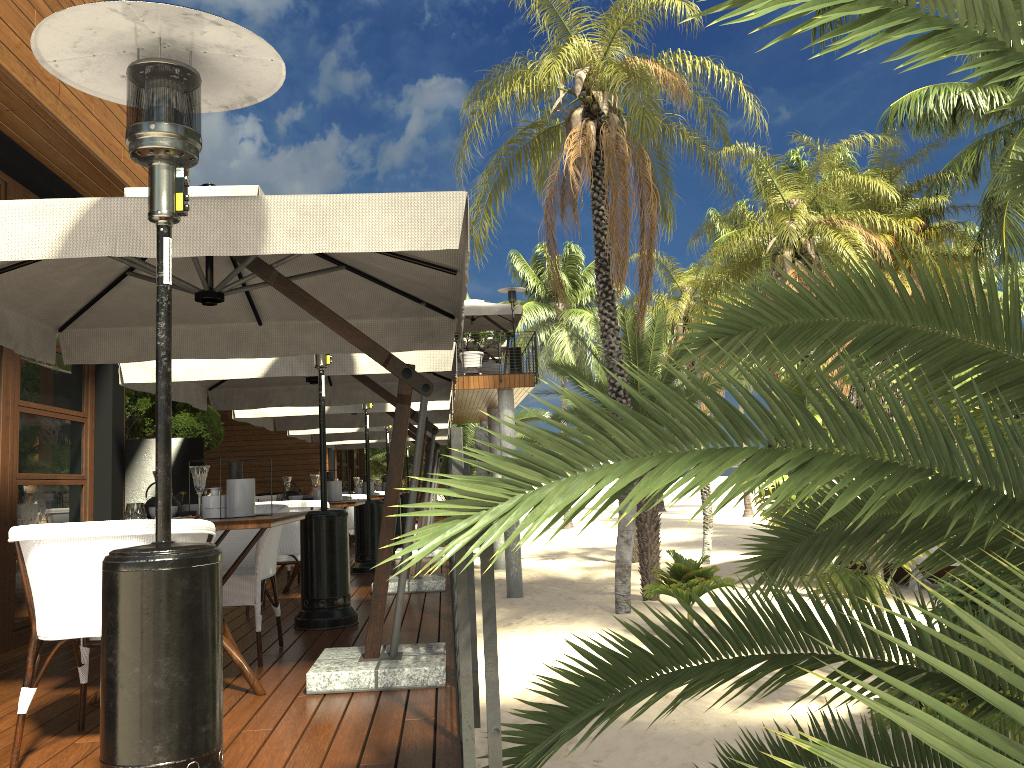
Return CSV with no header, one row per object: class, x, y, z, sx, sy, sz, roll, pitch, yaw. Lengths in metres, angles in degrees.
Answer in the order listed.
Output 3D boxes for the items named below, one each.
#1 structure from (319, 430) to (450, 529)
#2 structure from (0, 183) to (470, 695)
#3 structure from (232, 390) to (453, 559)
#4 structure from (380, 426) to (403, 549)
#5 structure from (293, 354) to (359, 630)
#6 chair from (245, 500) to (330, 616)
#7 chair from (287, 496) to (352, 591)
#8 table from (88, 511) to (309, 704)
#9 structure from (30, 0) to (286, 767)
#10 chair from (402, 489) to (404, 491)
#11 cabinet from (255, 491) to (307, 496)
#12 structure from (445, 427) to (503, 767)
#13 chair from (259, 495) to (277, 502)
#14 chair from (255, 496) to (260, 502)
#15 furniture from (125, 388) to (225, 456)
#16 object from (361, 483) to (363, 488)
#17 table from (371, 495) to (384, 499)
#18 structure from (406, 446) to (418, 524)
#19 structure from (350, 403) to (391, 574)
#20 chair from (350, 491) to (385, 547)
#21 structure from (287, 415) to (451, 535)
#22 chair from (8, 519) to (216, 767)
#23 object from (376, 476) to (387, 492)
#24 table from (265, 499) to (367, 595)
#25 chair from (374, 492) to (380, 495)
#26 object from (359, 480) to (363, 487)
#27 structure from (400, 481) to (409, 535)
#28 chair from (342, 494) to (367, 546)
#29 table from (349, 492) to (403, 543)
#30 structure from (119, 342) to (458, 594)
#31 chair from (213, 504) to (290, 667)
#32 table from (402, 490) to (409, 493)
structure,-2.413,1.701,17.468,2.413,2.338,2.408,-2,-7,-5
structure,-1.403,0.204,4.112,2.413,2.338,2.408,-2,-7,-5
structure,-1.908,0.953,10.790,2.413,2.338,2.408,-2,-7,-5
structure,-1.734,1.186,12.425,0.699,2.197,0.697,-1,-7,-17
structure,-1.231,0.441,5.773,0.699,2.197,0.697,-1,-7,-17
chair,-1.662,1.251,6.494,0.627,0.790,0.615,-2,-7,-4
chair,-1.754,1.422,8.033,0.627,0.790,0.615,-2,-7,-4
table,-1.439,0.982,3.941,0.931,0.751,0.929,-2,-7,-5
structure,-0.983,0.074,2.503,0.699,2.197,0.697,-1,-7,-17
chair,-2.521,2.560,18.180,0.627,0.790,0.615,-2,-7,-4
cabinet,-5.292,2.779,19.178,1.611,0.840,0.556,-2,-7,-5
structure,-1.095,2.135,15.090,0.163,1.156,26.206,-2,-6,-5
chair,-4.895,2.583,17.351,0.626,0.790,0.616,-9,-9,41
chair,-4.944,2.458,16.181,0.616,0.790,0.627,-9,-9,41
furniture,-6.118,1.380,14.518,2.616,2.729,2.688,-1,-7,-14
object,-2.336,1.652,14.044,0.163,0.179,0.167,-2,-7,-3
table,-1.945,1.732,10.637,0.931,0.751,0.929,-2,-7,-5
structure,-2.234,1.928,19.038,0.699,2.197,0.697,-1,-7,-17
structure,-1.485,0.817,9.133,0.699,2.197,0.697,-1,-7,-17
chair,-2.174,2.010,13.264,0.627,0.790,0.615,-2,-7,-4
structure,-2.160,1.327,14.129,2.413,2.338,2.408,-2,-7,-5
chair,-1.408,0.874,3.129,0.627,0.790,0.615,-2,-7,-4
object,-2.037,1.599,14.072,0.263,0.264,0.263,-8,-9,40
table,-1.692,1.357,7.289,0.931,0.751,0.929,-2,-7,-5
chair,-2.015,1.809,11.482,0.627,0.790,0.615,-2,-7,-4
object,-2.425,1.653,14.259,0.082,0.227,0.082,-2,-7,-4
structure,-1.984,1.557,15.728,0.699,2.197,0.697,-1,-7,-17
chair,-1.919,1.631,9.886,0.627,0.790,0.615,-2,-7,-4
table,-2.199,2.108,13.985,0.931,0.751,0.929,-2,-7,-5
structure,-1.655,0.578,7.451,2.413,2.338,2.408,-2,-7,-5
chair,-1.503,1.050,4.715,0.627,0.790,0.615,-2,-7,-4
table,-2.452,2.484,17.342,0.931,0.751,0.929,-2,-7,-5
